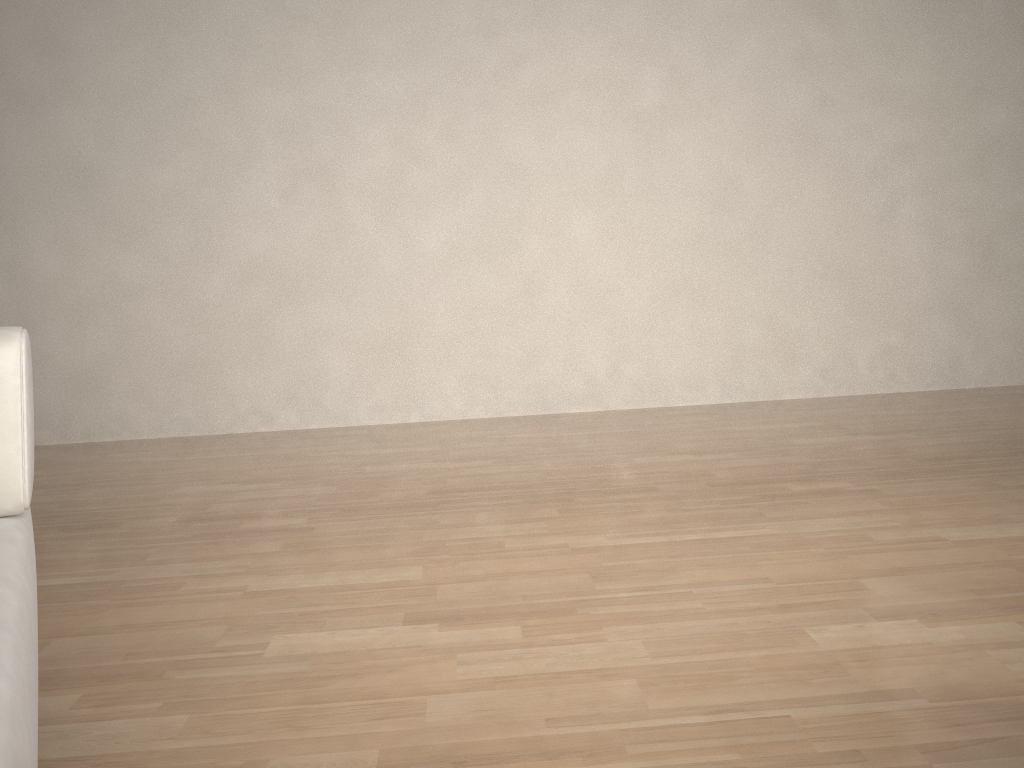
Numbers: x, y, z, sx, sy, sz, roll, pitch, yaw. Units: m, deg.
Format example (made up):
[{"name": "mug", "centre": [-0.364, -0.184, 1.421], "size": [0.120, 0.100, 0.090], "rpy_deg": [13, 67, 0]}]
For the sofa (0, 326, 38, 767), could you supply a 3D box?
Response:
[{"name": "sofa", "centre": [-0.588, 0.239, 0.127], "size": [0.909, 0.740, 1.780], "rpy_deg": [-4, 5, -28]}]
